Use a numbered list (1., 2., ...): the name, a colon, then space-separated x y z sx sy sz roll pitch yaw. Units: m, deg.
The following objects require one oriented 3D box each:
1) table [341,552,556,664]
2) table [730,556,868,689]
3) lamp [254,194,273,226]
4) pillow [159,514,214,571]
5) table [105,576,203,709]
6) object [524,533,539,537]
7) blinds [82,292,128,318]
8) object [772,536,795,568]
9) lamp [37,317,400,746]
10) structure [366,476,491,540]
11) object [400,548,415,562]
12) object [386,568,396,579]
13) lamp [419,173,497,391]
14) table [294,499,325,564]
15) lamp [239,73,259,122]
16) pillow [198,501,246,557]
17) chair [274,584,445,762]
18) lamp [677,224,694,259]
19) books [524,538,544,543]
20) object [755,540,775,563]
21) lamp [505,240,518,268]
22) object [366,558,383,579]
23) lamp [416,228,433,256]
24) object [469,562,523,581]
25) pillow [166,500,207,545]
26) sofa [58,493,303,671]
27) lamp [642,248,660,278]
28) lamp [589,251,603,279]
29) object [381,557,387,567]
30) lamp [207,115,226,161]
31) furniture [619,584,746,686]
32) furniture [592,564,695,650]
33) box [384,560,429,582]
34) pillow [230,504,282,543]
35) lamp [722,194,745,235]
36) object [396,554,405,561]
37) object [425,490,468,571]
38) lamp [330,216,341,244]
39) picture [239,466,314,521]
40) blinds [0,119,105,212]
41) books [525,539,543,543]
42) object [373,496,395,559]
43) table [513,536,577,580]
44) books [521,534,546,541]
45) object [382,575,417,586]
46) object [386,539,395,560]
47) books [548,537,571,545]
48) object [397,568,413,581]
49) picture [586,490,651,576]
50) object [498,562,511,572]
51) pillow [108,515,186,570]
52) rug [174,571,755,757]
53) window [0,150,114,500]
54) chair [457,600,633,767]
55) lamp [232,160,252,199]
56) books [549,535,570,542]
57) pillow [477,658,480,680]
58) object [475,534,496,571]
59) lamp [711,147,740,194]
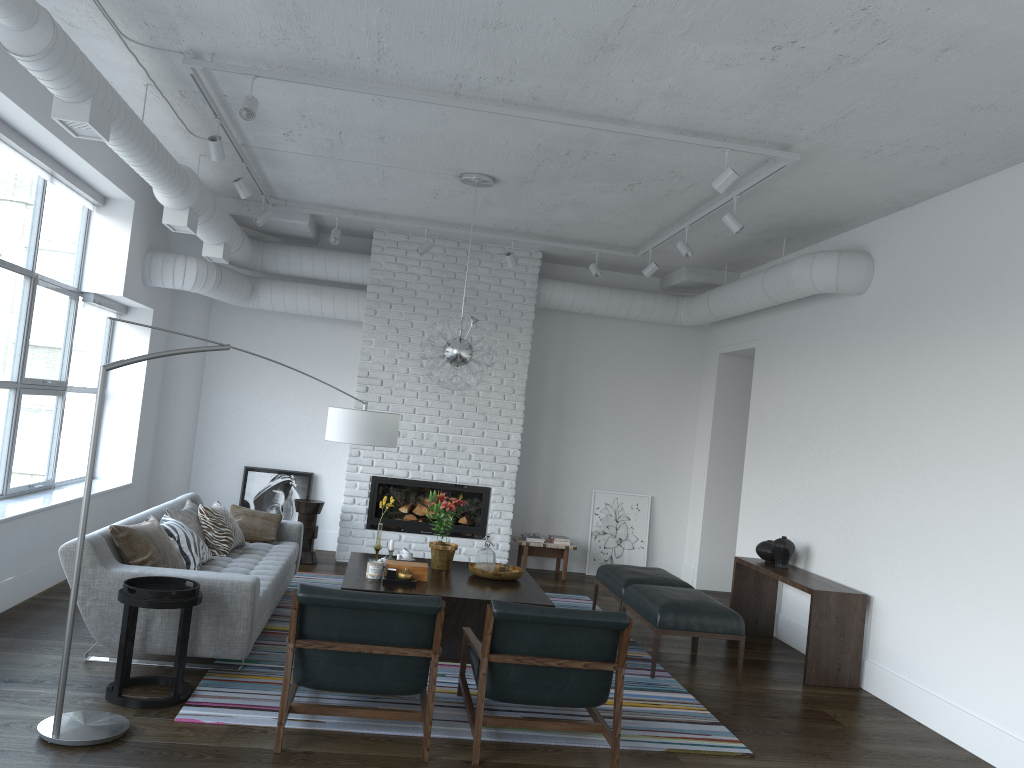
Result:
1. table: -0.488 1.502 6.028 1.306 0.394 1.362 7 -3 -7
2. table: 2.037 1.695 6.486 0.375 0.617 1.362 7 -3 -7
3. lamp: -2.065 -1.453 7.393 0.087 0.285 0.154 4 -3 42
4. pillow: -2.056 0.995 5.479 0.346 0.283 0.578 7 -3 -7
5. table: -1.714 1.227 4.262 0.379 0.536 0.379 6 -3 10
6. object: 0.197 1.521 8.961 0.134 0.038 0.093 8 -3 -41
7. blinds: -3.446 -0.652 7.521 0.086 0.130 0.903 7 -3 -7
8. object: 2.075 1.284 6.790 0.171 0.236 0.171 6 -3 -2
9. lamp: -1.338 0.674 4.581 0.432 1.738 2.162 5 -3 27
10. structure: -0.841 1.241 8.885 1.168 0.578 0.675 7 -3 -7
11. object: -0.749 1.232 6.341 0.121 0.113 0.124 6 -3 12
12. object: -0.769 1.210 5.656 0.058 0.055 0.058 7 -3 -7
13. lamp: -0.333 -0.723 6.390 0.552 1.546 0.552 7 -3 -20
14. table: -1.913 1.364 8.237 0.282 0.558 0.281 8 -3 -29
15. lamp: -1.369 -1.501 4.624 0.095 0.285 0.154 7 -3 -14
16. pillow: -2.013 0.980 6.128 0.271 0.340 0.576 6 -3 -4
17. chair: -0.708 1.256 4.266 0.678 0.698 0.983 7 -3 -7
18. lamp: 1.344 -1.104 6.858 0.094 0.285 0.154 8 -3 -34
19. books: 0.214 1.564 8.943 0.171 0.011 0.306 7 -3 -8
20. object: 2.053 1.326 7.019 0.245 0.168 0.245 7 -3 -16
21. lamp: -0.003 -1.197 8.075 0.097 0.285 0.154 5 -3 33
22. object: -0.878 1.188 5.696 0.106 0.116 0.117 8 -3 -28
23. lamp: -0.780 -1.286 7.972 0.154 0.285 0.090 8 -3 -39
24. object: -0.115 1.318 6.218 0.383 0.068 0.383 4 -3 35
25. pillow: -2.173 0.984 6.036 0.254 0.318 0.663 7 -3 -7
26. sofa: -1.980 1.190 5.724 0.991 0.684 2.541 7 -3 -7
27. lamp: 1.226 -1.074 7.809 0.154 0.285 0.104 5 -3 33
28. lamp: 0.777 -1.107 8.174 0.093 0.285 0.154 8 -3 -29
29. object: -0.904 1.232 6.182 0.069 0.078 0.124 7 -3 -25
30. lamp: -1.806 -1.512 5.446 0.087 0.285 0.154 6 -3 2
31. furniture: 1.120 1.642 5.950 0.583 0.476 0.827 7 -3 -7
32. furniture: 1.006 1.667 6.794 0.584 0.478 0.828 7 -3 -7
33. box: -0.692 1.225 5.817 0.294 0.093 0.169 7 -3 -7
34. pillow: -1.975 1.068 6.711 0.427 0.261 0.236 6 -3 -6
35. lamp: 1.474 -1.134 5.883 0.154 0.285 0.100 6 -3 16
36. object: -0.791 1.229 6.183 0.102 0.098 0.102 5 -3 32
37. object: -0.491 1.035 6.290 0.275 0.558 0.284 4 -4 44
38. lamp: -1.563 -1.376 7.867 0.095 0.285 0.154 7 -3 -9
39. picture: -2.377 1.243 8.861 0.686 0.775 0.130 7 -3 -7
40. blinds: -3.055 -1.488 5.289 0.086 0.130 3.613 7 -3 -7
41. books: 0.214 1.575 8.953 0.172 0.011 0.273 7 -3 -8
42. object: -0.911 1.034 6.310 0.121 0.470 0.120 6 -3 8
43. table: 0.309 1.763 8.961 0.605 0.345 0.405 7 -3 -7
44. books: 0.212 1.550 8.954 0.202 0.019 0.280 7 -3 -10
45. object: -0.716 1.250 5.641 0.214 0.023 0.130 7 -3 -7
46. object: -0.863 1.190 6.331 0.098 0.174 0.098 7 -3 -13
47. books: 0.479 1.595 9.002 0.185 0.032 0.267 7 -3 -10
48. object: -0.679 1.209 5.648 0.103 0.077 0.103 8 -3 -36
49. picture: 1.127 1.592 9.369 0.637 0.884 0.093 7 -3 -7
50. object: -0.055 1.311 6.244 0.085 0.089 0.195 6 -3 2
51. pillow: -2.024 0.943 4.949 0.298 0.338 0.597 6 -3 2
52. rug: -0.414 1.712 5.995 2.735 0.012 3.760 7 -3 -7
53. window: -3.302 -0.386 5.694 0.107 2.340 4.566 7 -3 -7
54. chair: 0.122 1.352 4.376 0.678 0.698 0.983 7 -3 -7
55. lamp: -1.942 -1.483 6.413 0.087 0.285 0.154 4 -3 37
56. books: 0.481 1.567 9.011 0.173 0.025 0.238 7 -3 -10
57. pillow: 0.147 1.298 4.183 0.612 0.293 0.246 7 -3 -7
58. object: -0.180 1.200 6.248 0.143 0.288 0.143 8 -3 -36
59. lamp: 1.200 -1.206 4.962 0.154 0.285 0.088 4 -3 38
